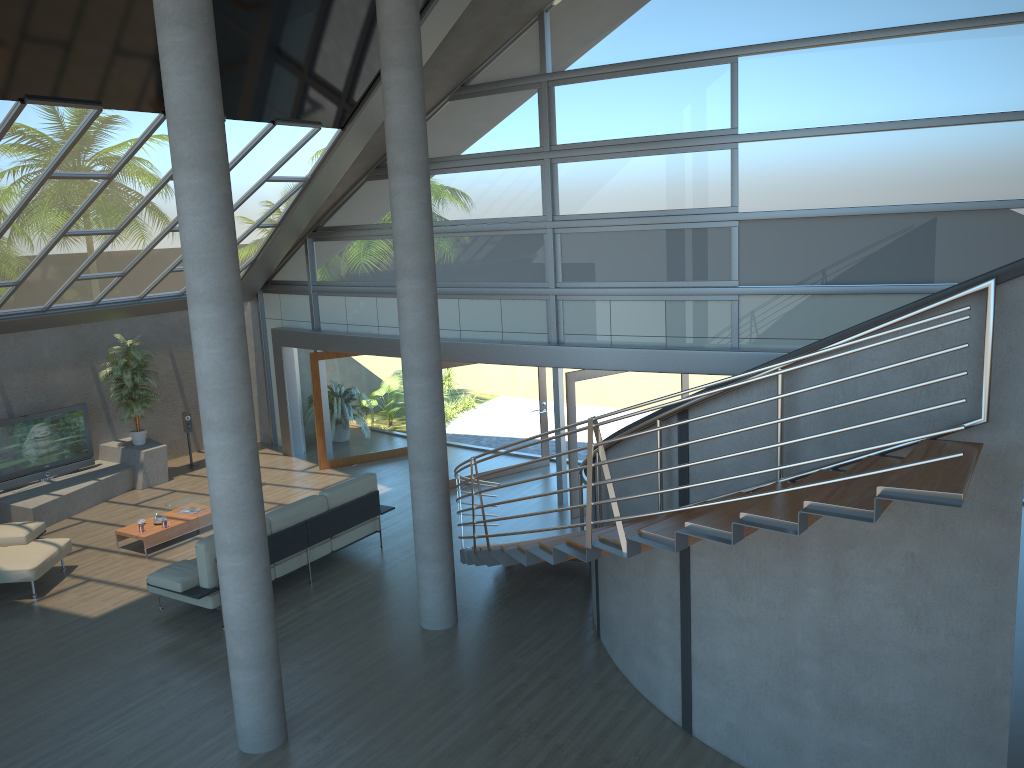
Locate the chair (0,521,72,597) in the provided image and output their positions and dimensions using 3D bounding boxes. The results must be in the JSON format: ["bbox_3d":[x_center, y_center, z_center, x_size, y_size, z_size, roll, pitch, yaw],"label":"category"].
[{"bbox_3d":[-5.981,1.862,10.436,1.244,1.023,1.217,-3,10,-2],"label":"chair"}]

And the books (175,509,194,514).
[{"bbox_3d":[-4.418,1.737,12.080,0.275,0.005,0.189,0,11,13],"label":"books"}]

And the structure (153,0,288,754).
[{"bbox_3d":[-2.140,-0.688,6.368,0.381,7.125,0.382,4,12,32],"label":"structure"}]

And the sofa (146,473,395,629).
[{"bbox_3d":[-2.767,1.781,10.306,1.166,0.947,3.079,4,12,32],"label":"sofa"}]

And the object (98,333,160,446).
[{"bbox_3d":[-6.181,0.083,14.437,0.932,1.857,0.895,-4,11,-9],"label":"object"}]

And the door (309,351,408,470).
[{"bbox_3d":[-2.250,0.317,15.136,2.298,1.977,0.200,-8,12,-28],"label":"door"}]

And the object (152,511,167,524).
[{"bbox_3d":[-4.623,1.751,11.631,0.178,0.161,0.178,-6,11,-16],"label":"object"}]

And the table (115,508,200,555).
[{"bbox_3d":[-4.553,1.923,11.813,0.600,0.250,1.200,4,12,32],"label":"table"}]

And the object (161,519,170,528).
[{"bbox_3d":[-4.484,1.804,11.475,0.085,0.101,0.070,-9,12,-29],"label":"object"}]

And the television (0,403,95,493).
[{"bbox_3d":[-7.171,0.965,13.537,0.396,1.063,1.568,4,12,32],"label":"television"}]

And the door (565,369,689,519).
[{"bbox_3d":[1.657,0.656,12.279,2.298,1.977,0.200,-10,13,-36],"label":"door"}]

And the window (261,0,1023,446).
[{"bbox_3d":[2.271,-1.585,11.452,16.616,6.630,1.098,3,12,30],"label":"window"}]

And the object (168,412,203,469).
[{"bbox_3d":[-8.253,1.318,14.175,7.863,0.982,21.345,5,13,35],"label":"object"}]

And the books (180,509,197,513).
[{"bbox_3d":[-4.376,1.725,12.112,0.275,0.005,0.189,0,11,15],"label":"books"}]

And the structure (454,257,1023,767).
[{"bbox_3d":[0.841,0.799,7.147,2.349,3.653,6.809,-6,11,-19],"label":"structure"}]

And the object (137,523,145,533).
[{"bbox_3d":[-4.743,1.840,11.349,0.085,0.101,0.070,3,12,31],"label":"object"}]

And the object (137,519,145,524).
[{"bbox_3d":[-4.863,1.801,11.631,0.102,0.086,0.100,5,13,36],"label":"object"}]

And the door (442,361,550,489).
[{"bbox_3d":[-0.391,0.507,13.624,2.298,1.977,0.200,-10,13,-33],"label":"door"}]

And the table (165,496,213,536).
[{"bbox_3d":[-4.343,1.798,12.135,0.680,0.342,0.400,4,12,32],"label":"table"}]

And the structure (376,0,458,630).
[{"bbox_3d":[-0.906,-1.104,8.295,0.381,7.125,0.382,-5,11,-13],"label":"structure"}]

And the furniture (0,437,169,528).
[{"bbox_3d":[-6.549,1.476,13.805,1.577,0.610,2.936,4,12,32],"label":"furniture"}]
